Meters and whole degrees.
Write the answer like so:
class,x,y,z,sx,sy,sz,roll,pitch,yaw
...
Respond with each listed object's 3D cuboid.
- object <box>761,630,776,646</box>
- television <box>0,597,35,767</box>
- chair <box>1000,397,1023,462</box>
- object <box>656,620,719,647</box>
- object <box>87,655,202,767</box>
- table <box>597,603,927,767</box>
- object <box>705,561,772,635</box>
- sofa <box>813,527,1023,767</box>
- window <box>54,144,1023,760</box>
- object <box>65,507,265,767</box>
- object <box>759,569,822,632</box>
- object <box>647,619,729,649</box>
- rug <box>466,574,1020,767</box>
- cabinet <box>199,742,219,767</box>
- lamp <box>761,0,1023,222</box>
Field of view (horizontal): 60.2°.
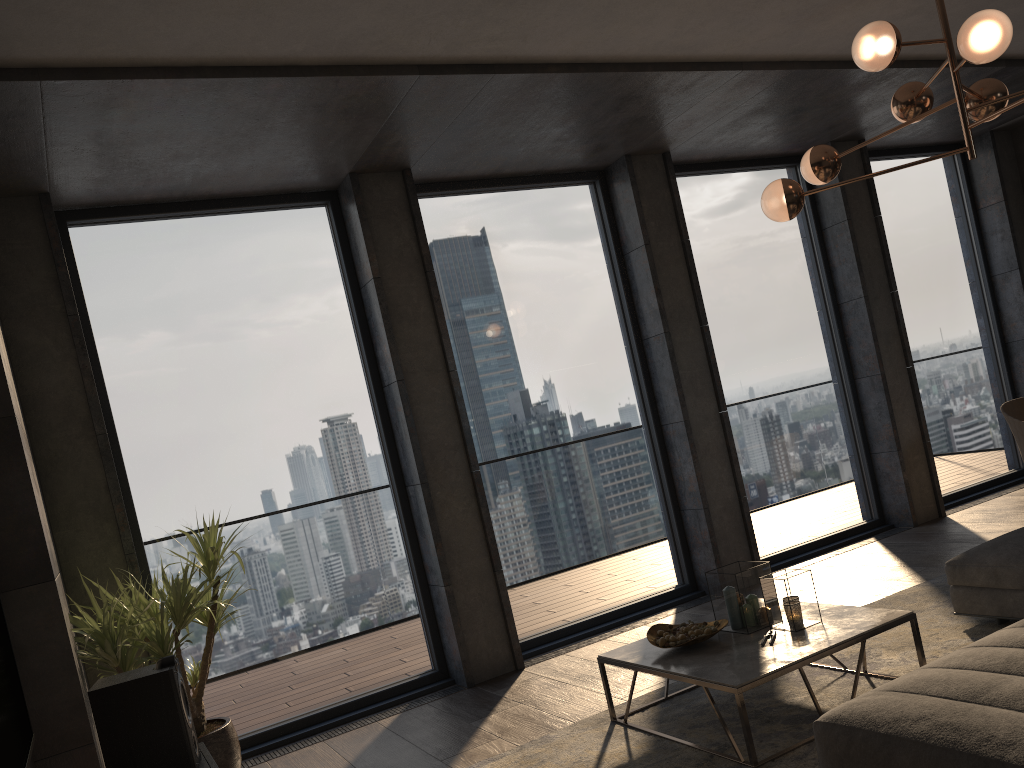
class,x,y,z,sx,sy,sz,roll,pitch,yaw
object,1.035,1.018,3.547,0.046,0.012,0.180,-14,-4,24
television,-1.096,0.503,1.767,0.057,0.736,1.277,-14,-2,-27
chair,3.682,0.477,5.927,0.551,0.837,0.514,-13,0,-23
object,0.742,1.063,3.735,0.321,0.072,0.280,-10,-4,-38
object,-1.131,1.043,2.738,0.248,0.355,0.199,-13,0,-17
table,1.015,1.197,3.693,0.923,0.309,0.939,-11,-4,-27
object,0.997,0.916,3.806,0.195,0.261,0.201,-13,-1,-27
sofa,2.168,0.661,3.109,2.887,0.784,2.042,-11,-3,-27
window,1.121,-0.031,6.203,7.207,3.005,0.200,-11,1,-27
object,-1.532,1.258,3.854,1.025,1.362,0.950,-13,0,4
object,1.151,0.891,3.651,0.148,0.221,0.149,-13,0,-27
object,0.748,1.060,3.741,0.351,0.084,0.343,-16,-4,40
rug,1.527,1.242,3.671,3.118,0.020,1.746,-11,-4,-27
cabinet,-0.683,1.348,1.858,0.536,0.551,2.431,-12,-3,-27
lamp,1.838,-1.413,3.859,1.479,1.039,1.005,-14,-2,39
